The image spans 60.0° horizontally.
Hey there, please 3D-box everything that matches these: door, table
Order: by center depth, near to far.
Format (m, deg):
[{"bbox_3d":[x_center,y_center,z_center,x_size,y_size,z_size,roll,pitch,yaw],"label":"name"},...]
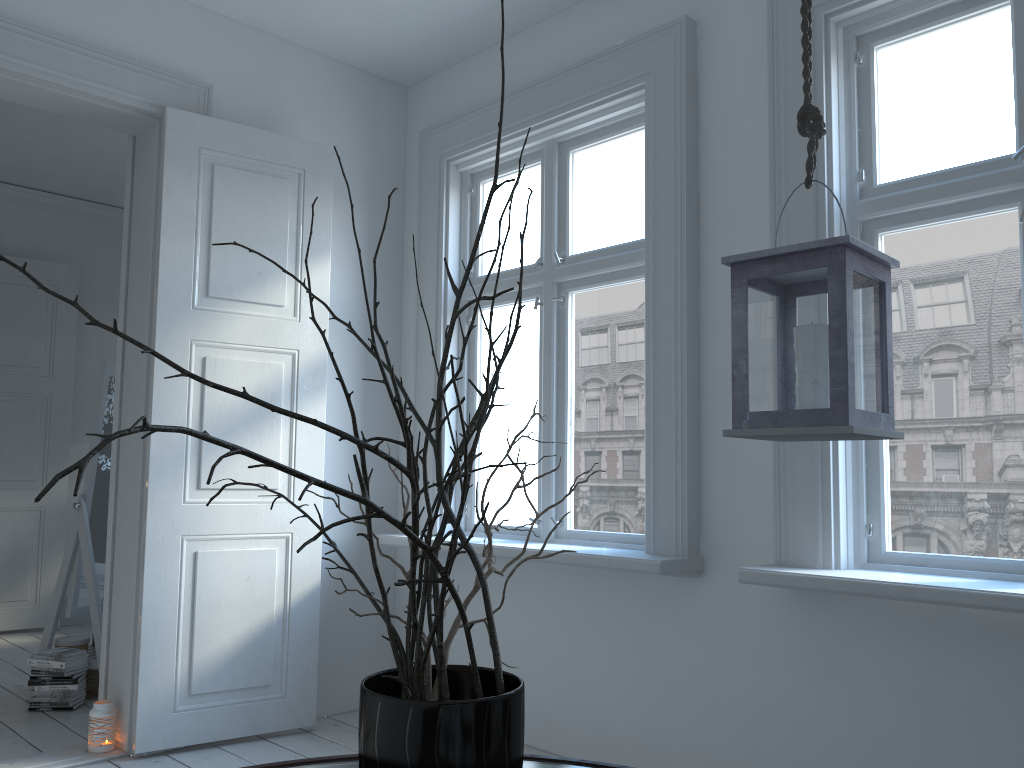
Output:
[{"bbox_3d":[-0.102,0.838,0.920,1.300,0.502,1.301,-4,-7,36],"label":"table"},{"bbox_3d":[-1.877,0.022,2.876,2.601,2.501,0.578,6,-7,-44],"label":"door"},{"bbox_3d":[-3.978,0.226,5.032,2.601,2.501,0.578,6,-7,-44],"label":"door"}]

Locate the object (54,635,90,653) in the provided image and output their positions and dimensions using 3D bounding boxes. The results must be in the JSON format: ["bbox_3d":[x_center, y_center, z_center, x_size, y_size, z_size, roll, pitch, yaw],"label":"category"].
[{"bbox_3d":[-1.974,1.178,3.979,0.142,0.074,0.142,-3,-7,29],"label":"object"}]

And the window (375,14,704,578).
[{"bbox_3d":[0.082,-0.260,3.388,0.375,1.843,1.457,6,-7,-44],"label":"window"}]

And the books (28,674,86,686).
[{"bbox_3d":[-1.933,1.256,3.772,0.193,0.022,0.128,2,-6,-12],"label":"books"}]

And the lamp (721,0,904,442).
[{"bbox_3d":[0.538,-0.782,1.624,0.228,1.759,0.228,-4,-7,42],"label":"lamp"}]

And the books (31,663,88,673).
[{"bbox_3d":[-1.926,1.202,3.778,0.181,0.016,0.128,-1,-6,17],"label":"books"}]

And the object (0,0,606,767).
[{"bbox_3d":[-0.214,0.057,0.959,0.525,1.064,0.847,-1,-6,17],"label":"object"}]

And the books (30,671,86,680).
[{"bbox_3d":[-1.927,1.235,3.768,0.178,0.016,0.128,1,-6,-1],"label":"books"}]

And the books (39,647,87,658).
[{"bbox_3d":[-1.914,1.144,3.780,0.156,0.014,0.111,-2,-7,25],"label":"books"}]

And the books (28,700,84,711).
[{"bbox_3d":[-1.928,1.360,3.757,0.178,0.016,0.128,1,-6,-6],"label":"books"}]

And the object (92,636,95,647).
[{"bbox_3d":[-1.888,1.195,4.250,0.155,0.103,0.166,0,-6,11],"label":"object"}]

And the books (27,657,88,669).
[{"bbox_3d":[-1.936,1.180,3.778,0.200,0.026,0.128,-1,-6,17],"label":"books"}]

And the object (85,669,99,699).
[{"bbox_3d":[-1.923,1.329,3.994,0.295,0.139,0.185,-1,-6,18],"label":"object"}]

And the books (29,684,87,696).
[{"bbox_3d":[-1.929,1.299,3.769,0.187,0.017,0.132,1,-6,-7],"label":"books"}]

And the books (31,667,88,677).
[{"bbox_3d":[-1.925,1.218,3.774,0.177,0.016,0.128,-1,-6,12],"label":"books"}]

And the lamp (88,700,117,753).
[{"bbox_3d":[-1.460,1.219,3.159,0.089,0.165,0.089,-5,-7,45],"label":"lamp"}]

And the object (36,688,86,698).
[{"bbox_3d":[-1.914,1.312,3.765,0.156,0.014,0.111,1,-6,-1],"label":"object"}]

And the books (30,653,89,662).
[{"bbox_3d":[-1.929,1.160,3.782,0.187,0.017,0.132,-1,-6,19],"label":"books"}]

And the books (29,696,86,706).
[{"bbox_3d":[-1.926,1.344,3.763,0.177,0.016,0.128,1,-6,-3],"label":"books"}]

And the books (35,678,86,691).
[{"bbox_3d":[-1.919,1.279,3.774,0.167,0.022,0.128,2,-6,-10],"label":"books"}]

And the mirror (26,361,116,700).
[{"bbox_3d":[-1.849,0.662,4.149,0.417,1.486,0.611,0,-5,11],"label":"mirror"}]

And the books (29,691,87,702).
[{"bbox_3d":[-1.928,1.327,3.766,0.180,0.016,0.128,1,-6,1],"label":"books"}]
